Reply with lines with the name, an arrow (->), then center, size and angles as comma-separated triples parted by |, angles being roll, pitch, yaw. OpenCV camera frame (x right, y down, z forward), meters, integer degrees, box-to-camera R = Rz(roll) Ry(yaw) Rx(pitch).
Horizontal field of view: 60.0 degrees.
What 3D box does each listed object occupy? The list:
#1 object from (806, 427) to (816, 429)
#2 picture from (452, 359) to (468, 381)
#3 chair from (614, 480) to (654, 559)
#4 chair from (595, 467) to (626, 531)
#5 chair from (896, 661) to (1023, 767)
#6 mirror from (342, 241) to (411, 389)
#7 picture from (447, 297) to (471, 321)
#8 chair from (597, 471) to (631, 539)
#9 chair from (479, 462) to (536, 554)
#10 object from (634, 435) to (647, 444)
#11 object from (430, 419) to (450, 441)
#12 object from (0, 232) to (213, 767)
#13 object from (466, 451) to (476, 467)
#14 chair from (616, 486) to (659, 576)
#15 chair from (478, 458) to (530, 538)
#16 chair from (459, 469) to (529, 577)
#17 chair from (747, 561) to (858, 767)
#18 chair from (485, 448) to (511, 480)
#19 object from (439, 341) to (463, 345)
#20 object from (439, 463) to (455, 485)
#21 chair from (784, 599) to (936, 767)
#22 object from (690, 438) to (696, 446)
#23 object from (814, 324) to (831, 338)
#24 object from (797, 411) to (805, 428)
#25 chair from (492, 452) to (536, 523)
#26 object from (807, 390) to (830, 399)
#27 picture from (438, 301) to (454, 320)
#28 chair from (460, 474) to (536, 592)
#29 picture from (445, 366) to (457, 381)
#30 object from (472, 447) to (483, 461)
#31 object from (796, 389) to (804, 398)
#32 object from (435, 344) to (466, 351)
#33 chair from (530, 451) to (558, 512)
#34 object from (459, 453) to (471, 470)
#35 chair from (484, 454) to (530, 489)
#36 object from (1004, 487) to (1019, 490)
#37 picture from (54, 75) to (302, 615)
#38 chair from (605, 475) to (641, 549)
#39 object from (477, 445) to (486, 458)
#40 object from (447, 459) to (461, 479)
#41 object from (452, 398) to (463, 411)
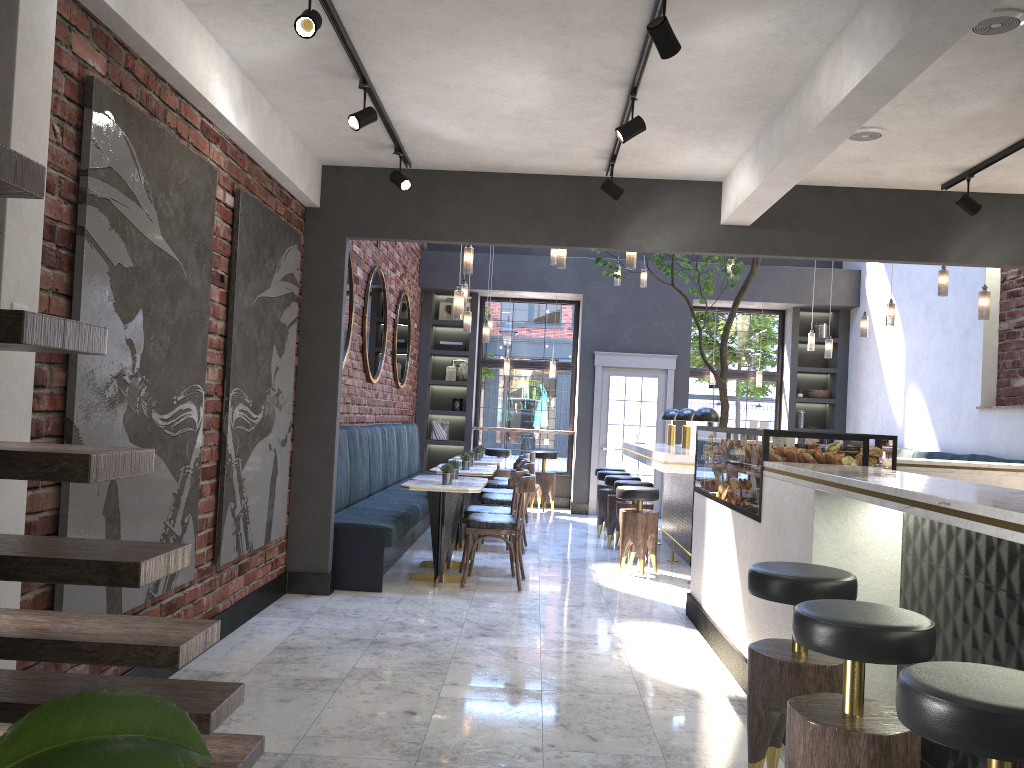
object -> 4.196, 0.614, 12.445 | 0.130, 0.026, 0.130 | 3, -2, -15
picture -> -0.751, -0.190, 12.864 | 0.247, 0.326, 0.044 | 3, -1, 2
chair -> 1.135, 1.290, 8.367 | 0.372, 0.737, 0.371 | 2, -2, 29
chair -> 1.147, 1.361, 10.469 | 0.372, 0.737, 0.371 | 1, -2, 45
chair -> 0.964, 1.018, 1.791 | 0.372, 0.821, 0.371 | 1, -2, 45
mirror -> -1.368, -0.759, 9.016 | 0.036, 1.510, 4.775 | 3, -2, 2
picture -> -0.775, -1.067, 12.877 | 0.361, 0.369, 0.055 | 3, -1, 2
chair -> 1.108, 1.335, 9.760 | 0.370, 0.737, 0.372 | 3, -2, -8
chair -> -0.050, 1.181, 8.636 | 0.521, 0.851, 0.539 | 3, -2, 3
object -> 1.498, 0.643, 10.374 | 0.176, 0.098, 0.204 | 3, -2, 7
object -> -1.027, 0.640, 12.652 | 0.250, 0.323, 0.241 | 3, -2, 2
object -> -0.858, 0.476, 0.770 | 0.665, 1.652, 0.974 | 2, -2, 27
object -> -0.437, 0.777, 9.247 | 0.118, 0.165, 0.122 | 3, -2, -21
chair -> 1.073, 1.263, 7.664 | 0.372, 0.737, 0.371 | 1, -2, 45
chair -> -0.096, 1.200, 9.269 | 0.521, 0.851, 0.538 | 3, -2, -5
chair -> -0.142, 1.136, 7.436 | 0.521, 0.851, 0.539 | 3, -2, 3
chair -> 1.007, 1.065, 3.132 | 0.372, 0.821, 0.370 | 4, -2, -36
chair -> -0.212, 1.317, 12.378 | 0.370, 0.821, 0.372 | 4, -2, -36
object -> -0.876, -0.574, 12.684 | 0.327, 0.039, 0.227 | 3, -2, -8
object -> -0.500, 0.693, 6.845 | 0.118, 0.165, 0.122 | 3, -2, -21
chair -> 0.952, 1.040, 2.448 | 0.370, 0.821, 0.372 | 3, -2, 11
object -> 2.103, 0.674, 10.390 | 0.176, 0.097, 0.301 | 3, -2, -7
object -> 4.404, -0.745, 12.584 | 0.214, 0.215, 0.213 | 2, -2, 11
object -> 4.066, 0.498, 12.478 | 0.098, 0.248, 0.098 | 2, -2, 41
chair -> 0.014, 1.264, 10.994 | 0.521, 0.851, 0.497 | 3, -2, 1
object -> 4.339, 0.148, 12.549 | 0.305, 0.123, 0.305 | 2, -2, 23
picture -> -0.943, -1.051, 12.847 | 0.230, 0.313, 0.061 | 3, -1, 2
chair -> -0.097, 1.119, 6.857 | 0.521, 0.851, 0.539 | 3, -2, 3
picture -> -0.883, -0.147, 12.841 | 0.161, 0.227, 0.049 | 3, -1, 2
object -> -0.405, 0.819, 10.443 | 0.118, 0.165, 0.122 | 3, -2, -21
object -> 4.062, 0.136, 12.533 | 0.116, 0.119, 0.117 | 3, -2, -22
object -> -0.875, -0.513, 12.671 | 0.412, 0.084, 0.286 | 3, -2, 2
chair -> 0.433, 1.347, 12.337 | 0.372, 0.821, 0.370 | 4, -2, -36
object -> -0.452, 0.757, 8.665 | 0.118, 0.165, 0.122 | 3, -2, -21
chair -> -0.069, 1.240, 10.417 | 0.521, 0.851, 0.539 | 3, -2, 3
object -> 2.858, 0.713, 5.513 | 0.575, 0.147, 0.256 | 3, -2, 2
picture -> -1.525, -0.047, 4.566 | 0.033, 2.027, 2.822 | 3, -2, 2
chair -> 1.120, 1.313, 9.066 | 0.372, 0.737, 0.371 | 1, -2, 45
object -> -0.390, 0.839, 11.024 | 0.118, 0.165, 0.122 | 3, -2, -21
object -> -0.485, 0.714, 7.426 | 0.118, 0.165, 0.122 | 3, -2, -21
object -> -0.777, 0.297, 12.640 | 0.152, 0.181, 0.152 | 1, -2, 40
